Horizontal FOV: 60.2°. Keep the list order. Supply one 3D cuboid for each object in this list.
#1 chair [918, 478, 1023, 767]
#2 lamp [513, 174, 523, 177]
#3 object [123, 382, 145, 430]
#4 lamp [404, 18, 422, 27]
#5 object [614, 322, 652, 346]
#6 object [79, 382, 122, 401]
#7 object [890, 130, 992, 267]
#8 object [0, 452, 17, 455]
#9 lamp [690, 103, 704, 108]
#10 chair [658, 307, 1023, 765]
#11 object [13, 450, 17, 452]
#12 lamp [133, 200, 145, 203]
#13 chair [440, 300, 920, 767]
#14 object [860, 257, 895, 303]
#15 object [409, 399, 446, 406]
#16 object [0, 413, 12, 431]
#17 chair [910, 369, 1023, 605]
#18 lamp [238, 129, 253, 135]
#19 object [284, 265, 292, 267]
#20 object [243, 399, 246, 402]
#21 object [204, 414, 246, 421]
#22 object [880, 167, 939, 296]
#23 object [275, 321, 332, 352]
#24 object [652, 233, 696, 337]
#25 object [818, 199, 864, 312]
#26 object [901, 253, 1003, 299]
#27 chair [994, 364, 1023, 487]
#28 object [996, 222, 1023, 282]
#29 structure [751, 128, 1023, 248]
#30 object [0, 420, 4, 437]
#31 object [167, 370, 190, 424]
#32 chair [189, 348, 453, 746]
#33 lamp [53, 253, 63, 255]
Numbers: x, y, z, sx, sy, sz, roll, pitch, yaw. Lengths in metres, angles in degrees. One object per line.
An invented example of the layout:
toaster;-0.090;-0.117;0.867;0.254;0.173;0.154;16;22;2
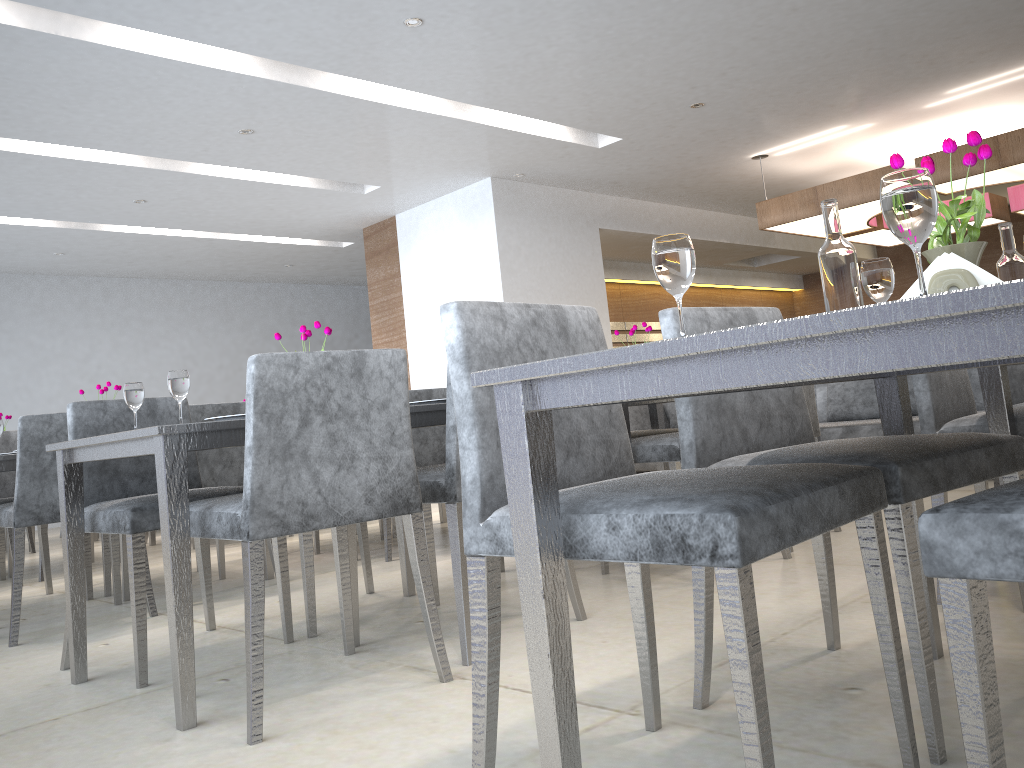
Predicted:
chair;0.725;0.147;0.795;0.477;0.769;0.488;-1;-7;-39
lamp;0.049;-1.665;7.066;0.089;0.007;0.088;-6;-2;1
object;-1.012;0.066;2.371;0.053;0.140;0.053;-6;-6;-2
lamp;-0.473;-1.729;4.227;0.089;0.007;0.088;-6;-2;1
object;0.514;-0.111;3.599;0.103;0.279;0.154;-12;-8;43
object;-1.740;0.131;3.762;0.103;0.279;0.154;-12;-8;43
object;0.638;-0.221;1.269;0.103;0.279;0.154;-12;-8;43
object;-2.075;0.295;3.704;0.217;0.015;0.215;-4;-3;-44
lamp;1.220;-1.839;5.838;0.089;0.007;0.088;-6;-2;1
chair;0.627;0.194;1.676;0.477;0.769;0.488;-1;-7;-39
object;-1.812;0.256;3.429;0.217;0.015;0.215;-4;-3;-44
lamp;-2.824;-1.381;6.692;0.089;0.007;0.088;-6;-2;1
chair;0.226;0.221;1.306;0.488;0.769;0.477;-11;-7;41
object;0.624;-0.141;1.493;0.053;0.140;0.053;-6;-6;4
object;-0.234;0.058;2.622;0.217;0.015;0.215;-4;-3;-44
object;-2.905;0.303;4.984;0.103;0.279;0.154;-12;-8;43
chair;1.359;0.144;2.302;0.488;0.769;0.477;-11;-7;41
lamp;-1.645;-1.556;5.455;0.089;0.007;0.088;-6;-2;1
object;-2.451;-1.295;9.688;0.089;0.007;0.088;-6;-2;1
object;-1.806;0.232;6.031;0.103;0.279;0.154;-12;-8;43
object;-0.658;0.086;2.219;0.217;0.015;0.215;-4;-3;-44
object;0.404;-0.143;0.887;0.053;0.140;0.053;-6;-6;4
object;-0.586;-0.040;2.552;0.103;0.279;0.154;-12;-8;43
object;0.205;-0.114;1.095;0.053;0.140;0.053;-6;-6;4
object;0.467;-0.164;1.262;0.052;0.203;0.051;-7;-7;11
object;0.603;-0.131;1.211;0.202;0.101;0.069;-7;-5;16
chair;1.780;0.116;2.692;0.477;0.769;0.487;-5;-6;-14
object;0.922;-0.197;1.625;0.052;0.203;0.051;-7;-7;11
structure;3.692;-1.742;7.210;2.448;0.623;2.423;-3;-4;-44
object;-1.969;0.208;3.375;0.053;0.140;0.053;-6;-6;-2
object;-0.813;0.037;2.163;0.053;0.140;0.053;-6;-6;4
chair;-0.498;0.329;2.077;0.477;0.769;0.488;-1;-7;-39
lamp;-4.145;-1.185;8.077;0.089;0.007;0.088;-6;-2;1
